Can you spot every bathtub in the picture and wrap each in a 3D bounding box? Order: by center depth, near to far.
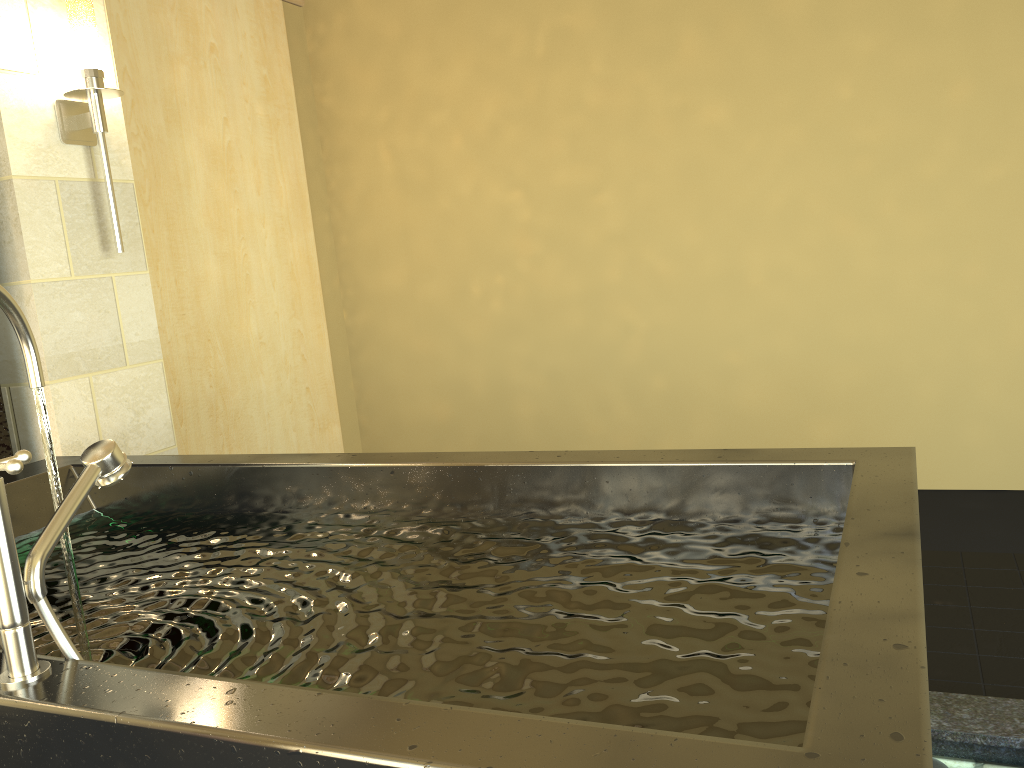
[{"bbox_3d":[-0.471,0.367,1.507,2.131,1.160,1.070,-3,9,24],"label":"bathtub"}]

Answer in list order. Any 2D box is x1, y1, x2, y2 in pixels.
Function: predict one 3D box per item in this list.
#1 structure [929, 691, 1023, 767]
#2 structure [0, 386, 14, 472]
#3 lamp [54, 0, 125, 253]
[{"bbox_3d":[-0.775,1.112,1.812,3.799,0.635,1.977,-3,9,24],"label":"structure"},{"bbox_3d":[-1.635,0.082,2.320,0.094,2.063,0.642,-3,8,24],"label":"structure"},{"bbox_3d":[-1.305,-0.832,2.788,0.188,0.835,0.176,-3,8,24],"label":"lamp"}]
